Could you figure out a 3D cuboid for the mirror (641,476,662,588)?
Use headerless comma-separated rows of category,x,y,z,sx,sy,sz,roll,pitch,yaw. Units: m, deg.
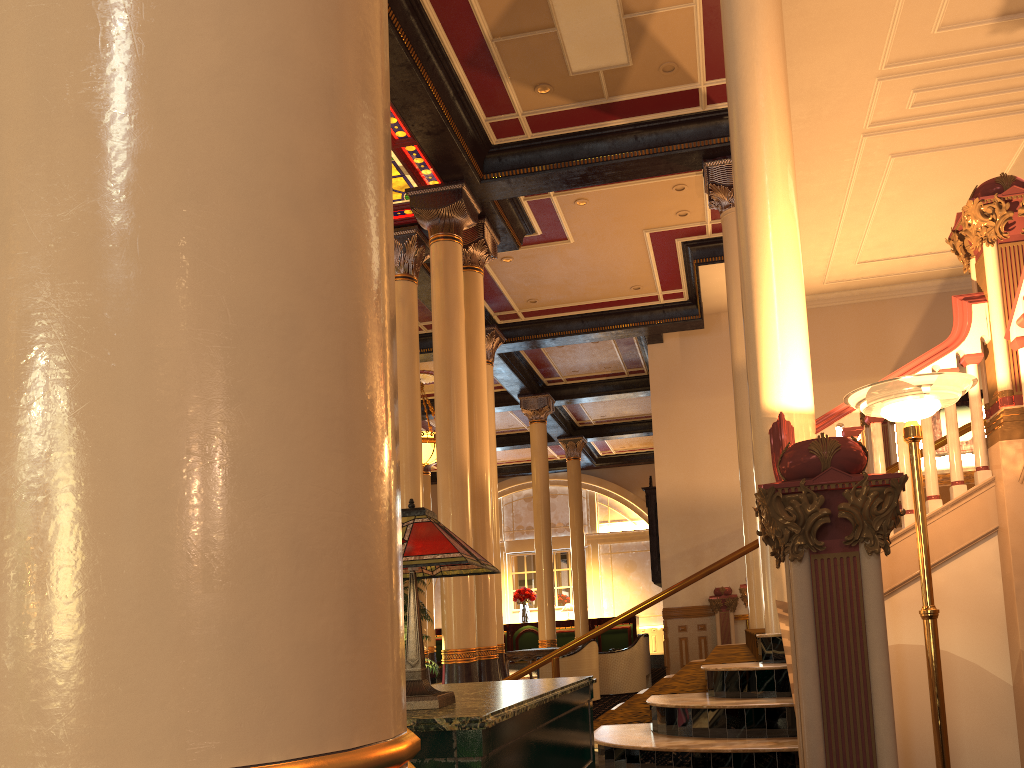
mirror,2.567,2.625,15.573,0.252,1.945,1.847,-5,-11,13

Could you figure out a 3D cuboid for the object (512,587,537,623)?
object,1.296,0.161,9.635,0.674,4.184,30.587,-3,-16,-5

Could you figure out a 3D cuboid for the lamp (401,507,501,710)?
lamp,-0.210,0.480,1.863,0.316,0.411,0.330,-5,-10,8

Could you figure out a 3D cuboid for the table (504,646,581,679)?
table,0.617,4.763,14.363,1.092,0.755,1.703,-6,-15,12

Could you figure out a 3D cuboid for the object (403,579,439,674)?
object,-1.323,2.738,9.327,1.035,2.108,1.104,-3,-9,0

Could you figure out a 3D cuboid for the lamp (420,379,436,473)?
lamp,-1.776,0.829,16.986,1.181,1.868,1.227,-4,-9,6

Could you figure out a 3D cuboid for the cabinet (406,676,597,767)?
cabinet,-0.138,1.202,2.128,0.543,0.845,1.309,-5,-13,12

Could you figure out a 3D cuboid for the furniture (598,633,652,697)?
furniture,1.900,4.721,14.722,0.797,0.922,2.258,-6,-15,12

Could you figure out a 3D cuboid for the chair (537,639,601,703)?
chair,0.891,4.245,12.822,0.753,0.894,1.002,-10,-13,31

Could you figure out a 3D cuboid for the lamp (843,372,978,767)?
lamp,1.859,1.012,3.876,0.567,1.972,0.606,-7,-8,29

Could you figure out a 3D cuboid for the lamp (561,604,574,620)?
lamp,1.531,6.166,23.513,0.439,0.434,0.418,4,-13,-33
